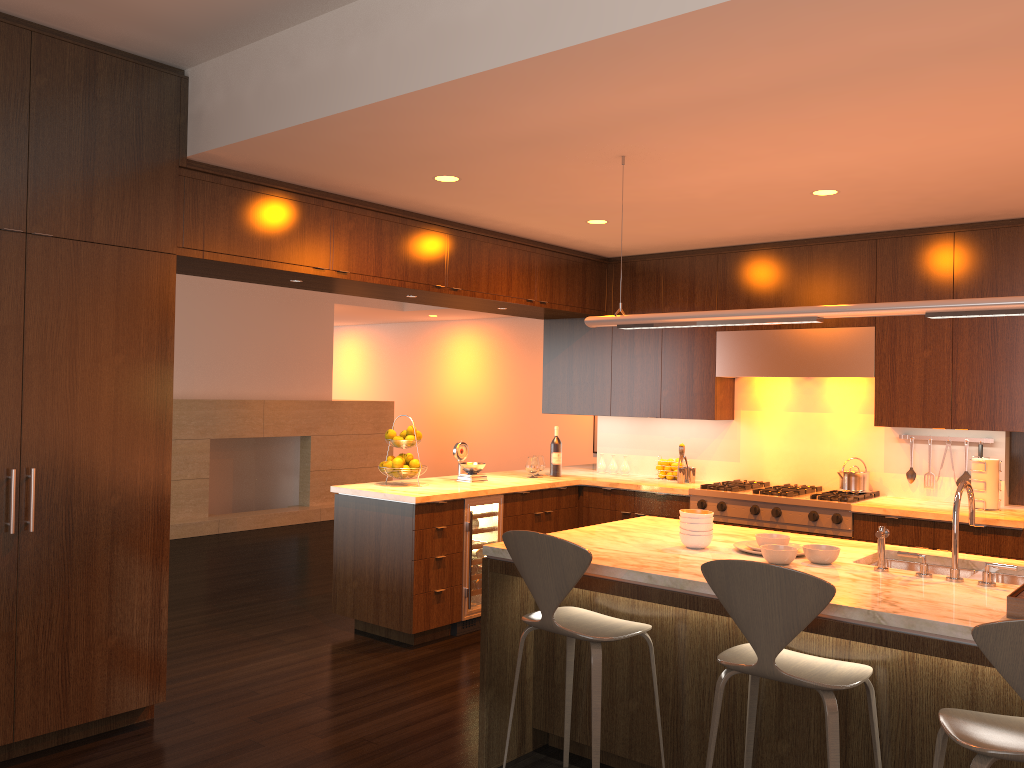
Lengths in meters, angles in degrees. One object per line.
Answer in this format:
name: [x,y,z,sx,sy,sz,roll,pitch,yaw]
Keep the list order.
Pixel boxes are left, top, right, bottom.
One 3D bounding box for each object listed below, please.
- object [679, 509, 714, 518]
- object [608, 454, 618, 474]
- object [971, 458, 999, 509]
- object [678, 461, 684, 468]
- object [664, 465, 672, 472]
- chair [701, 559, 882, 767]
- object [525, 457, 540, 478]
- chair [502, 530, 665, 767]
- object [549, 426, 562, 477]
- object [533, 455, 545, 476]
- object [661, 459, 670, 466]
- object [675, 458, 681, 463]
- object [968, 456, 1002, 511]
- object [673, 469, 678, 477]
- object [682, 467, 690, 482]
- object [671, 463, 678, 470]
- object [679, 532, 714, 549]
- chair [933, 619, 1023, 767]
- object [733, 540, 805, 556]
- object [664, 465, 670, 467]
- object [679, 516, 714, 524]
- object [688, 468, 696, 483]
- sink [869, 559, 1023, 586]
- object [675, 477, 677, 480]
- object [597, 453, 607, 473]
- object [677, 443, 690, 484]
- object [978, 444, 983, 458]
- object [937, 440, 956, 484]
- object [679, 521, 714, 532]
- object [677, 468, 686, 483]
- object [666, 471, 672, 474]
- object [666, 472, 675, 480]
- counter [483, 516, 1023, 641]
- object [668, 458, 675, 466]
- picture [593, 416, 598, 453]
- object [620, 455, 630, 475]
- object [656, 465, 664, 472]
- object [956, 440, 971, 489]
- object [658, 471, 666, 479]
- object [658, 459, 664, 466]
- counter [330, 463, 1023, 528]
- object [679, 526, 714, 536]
object: [0.757,0.553,3.642,0.139,0.062,0.140,2,-1,-42]
object: [0.795,0.630,6.971,0.079,0.154,0.079,1,-1,22]
object: [2.749,0.578,5.154,0.144,0.286,0.149,1,-1,21]
object: [1.247,0.597,6.574,0.051,0.053,0.063,1,-1,-4]
object: [1.153,0.628,6.560,0.052,0.053,0.062,1,-1,44]
chair: [0.876,1.058,2.828,0.520,1.047,0.506,1,-1,40]
object: [0.154,0.614,6.531,0.112,0.151,0.112,2,-1,-32]
chair: [0.240,1.050,3.302,0.520,1.047,0.506,1,-1,45]
object: [0.331,0.505,6.659,0.095,0.378,0.094,1,-1,-25]
object: [0.195,0.616,6.679,0.112,0.151,0.112,2,-1,-32]
object: [1.134,0.583,6.566,0.063,0.051,0.053,1,-1,30]
object: [1.248,0.584,6.641,0.050,0.060,0.059,1,-1,-18]
object: [2.749,0.576,5.164,0.168,0.304,0.160,1,-1,-6]
object: [1.208,0.653,6.511,0.061,0.054,0.052,2,-1,-40]
object: [1.265,0.658,6.442,0.060,0.106,0.060,1,-1,-18]
object: [1.202,0.607,6.537,0.061,0.052,0.053,1,-1,-4]
object: [0.755,0.642,3.641,0.140,0.059,0.139,1,-1,31]
chair: [1.343,1.062,2.241,0.520,1.047,0.506,1,-1,15]
object: [1.051,0.667,3.578,0.310,0.021,0.309,1,-1,40]
object: [1.152,0.625,6.616,0.064,0.053,0.051,1,-1,-15]
object: [0.757,0.574,3.641,0.140,0.064,0.139,1,-1,14]
object: [1.291,0.658,6.371,0.060,0.106,0.060,1,-1,-18]
sink: [1.714,0.814,3.293,0.813,0.176,0.457,1,-1,40]
object: [1.227,0.682,6.546,0.051,0.053,0.063,1,-1,-9]
object: [0.714,0.629,7.042,0.079,0.154,0.079,1,-1,22]
object: [1.207,0.565,6.350,0.101,0.288,0.088,1,-1,-20]
object: [2.835,0.506,5.369,0.063,0.281,0.063,1,-1,17]
object: [2.691,0.482,5.489,0.114,0.271,0.008,1,-1,40]
object: [0.757,0.596,3.641,0.140,0.062,0.139,1,-1,40]
object: [1.211,0.656,6.335,0.060,0.106,0.060,1,-1,-18]
object: [1.176,0.674,6.594,0.057,0.060,0.052,1,-1,-12]
object: [1.169,0.680,6.551,0.064,0.063,0.074,1,-1,3]
counter: [1.333,0.699,3.226,2.711,0.038,1.280,1,-1,40]
object: [1.183,0.581,6.601,0.051,0.053,0.063,1,-1,-16]
picture: [1.214,0.294,11.339,0.398,1.200,0.012,1,-1,40]
object: [0.879,0.631,6.899,0.079,0.154,0.079,1,-1,22]
object: [1.100,0.626,6.591,0.063,0.051,0.053,1,-1,41]
object: [2.786,0.491,5.431,0.112,0.303,0.036,1,-1,40]
object: [1.115,0.673,6.579,0.060,0.057,0.052,1,-1,-16]
object: [1.116,0.587,6.616,0.052,0.060,0.057,1,-1,-29]
counter: [1.245,0.723,5.754,3.616,0.038,3.187,1,-1,40]
object: [0.756,0.618,3.641,0.140,0.068,0.139,1,-1,23]
